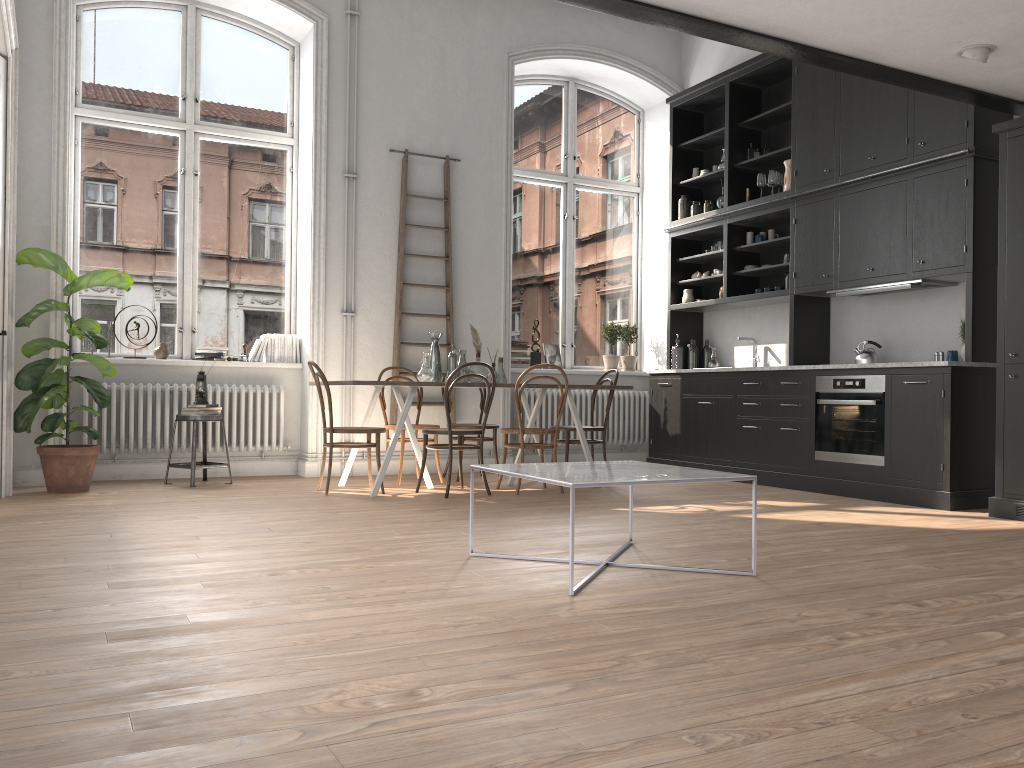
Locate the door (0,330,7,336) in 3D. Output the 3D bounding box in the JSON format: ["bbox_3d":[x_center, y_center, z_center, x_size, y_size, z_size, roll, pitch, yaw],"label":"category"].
[{"bbox_3d":[-2.542,-0.690,4.208,0.216,2.814,1.097,1,0,-26],"label":"door"}]

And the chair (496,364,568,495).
[{"bbox_3d":[0.148,0.321,6.435,0.438,0.920,0.549,1,0,-16],"label":"chair"}]

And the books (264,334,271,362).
[{"bbox_3d":[-2.072,-0.300,7.507,0.024,0.243,0.175,1,0,-27],"label":"books"}]

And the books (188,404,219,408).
[{"bbox_3d":[-2.337,0.166,6.716,0.147,0.027,0.221,1,-1,5],"label":"books"}]

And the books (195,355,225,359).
[{"bbox_3d":[-2.473,-0.221,7.259,0.205,0.022,0.155,1,-1,-7],"label":"books"}]

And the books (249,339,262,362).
[{"bbox_3d":[-2.163,-0.280,7.440,0.105,0.194,0.155,1,0,-28],"label":"books"}]

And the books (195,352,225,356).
[{"bbox_3d":[-2.471,-0.242,7.259,0.221,0.023,0.147,1,-1,-11],"label":"books"}]

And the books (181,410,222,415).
[{"bbox_3d":[-2.347,0.215,6.706,0.194,0.034,0.246,1,-1,13],"label":"books"}]

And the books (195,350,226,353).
[{"bbox_3d":[-2.463,-0.263,7.250,0.205,0.020,0.155,1,-1,-37],"label":"books"}]

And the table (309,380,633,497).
[{"bbox_3d":[-0.311,0.388,6.725,2.200,0.780,1.100,1,-1,-27],"label":"table"}]

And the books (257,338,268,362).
[{"bbox_3d":[-2.105,-0.282,7.467,0.072,0.203,0.155,1,0,-27],"label":"books"}]

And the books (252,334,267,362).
[{"bbox_3d":[-2.126,-0.299,7.454,0.100,0.235,0.174,1,0,-27],"label":"books"}]

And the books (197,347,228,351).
[{"bbox_3d":[-2.455,-0.288,7.277,0.244,0.019,0.174,1,-1,-17],"label":"books"}]

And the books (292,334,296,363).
[{"bbox_3d":[-1.882,-0.297,7.583,0.024,0.243,0.175,1,0,-27],"label":"books"}]

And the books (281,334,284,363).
[{"bbox_3d":[-1.973,-0.299,7.558,0.024,0.243,0.175,1,0,-27],"label":"books"}]

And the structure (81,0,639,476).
[{"bbox_3d":[-0.907,-1.453,7.808,5.182,4.474,0.340,1,0,-27],"label":"structure"}]

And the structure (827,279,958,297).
[{"bbox_3d":[2.779,-0.720,6.535,0.379,0.123,0.843,1,-1,-27],"label":"structure"}]

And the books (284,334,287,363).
[{"bbox_3d":[-1.944,-0.298,7.548,0.019,0.243,0.174,1,0,-27],"label":"books"}]

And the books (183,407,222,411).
[{"bbox_3d":[-2.338,0.189,6.714,0.162,0.029,0.232,0,-1,33],"label":"books"}]

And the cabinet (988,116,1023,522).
[{"bbox_3d":[3.487,-0.381,4.879,0.633,2.371,1.401,1,0,-27],"label":"cabinet"}]

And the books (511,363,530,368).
[{"bbox_3d":[0.018,-0.172,8.538,0.248,0.043,0.192,1,-1,-27],"label":"books"}]

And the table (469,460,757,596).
[{"bbox_3d":[0.389,0.551,3.665,0.849,0.392,0.849,1,-1,-27],"label":"table"}]

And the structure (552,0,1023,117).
[{"bbox_3d":[1.806,-2.300,2.423,5.927,1.213,4.158,1,-1,-27],"label":"structure"}]

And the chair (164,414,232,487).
[{"bbox_3d":[-2.351,0.489,6.668,0.360,0.522,0.364,0,0,36],"label":"chair"}]

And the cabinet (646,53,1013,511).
[{"bbox_3d":[2.309,-0.974,7.171,0.635,3.583,3.250,1,0,-27],"label":"cabinet"}]

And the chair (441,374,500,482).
[{"bbox_3d":[-0.341,0.326,7.369,0.438,0.920,0.549,1,0,-20],"label":"chair"}]

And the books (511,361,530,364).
[{"bbox_3d":[0.021,-0.204,8.538,0.249,0.023,0.175,1,-1,-32],"label":"books"}]

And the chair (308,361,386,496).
[{"bbox_3d":[-1.166,0.302,6.257,0.549,0.920,0.438,1,0,-19],"label":"chair"}]

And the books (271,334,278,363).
[{"bbox_3d":[-2.015,-0.300,7.502,0.024,0.243,0.175,1,0,-27],"label":"books"}]

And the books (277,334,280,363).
[{"bbox_3d":[-1.999,-0.300,7.520,0.019,0.243,0.174,1,0,-27],"label":"books"}]

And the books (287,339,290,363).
[{"bbox_3d":[-1.925,-0.279,7.560,0.020,0.205,0.155,1,0,-27],"label":"books"}]

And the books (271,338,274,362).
[{"bbox_3d":[-2.039,-0.281,7.501,0.020,0.205,0.155,1,0,-27],"label":"books"}]

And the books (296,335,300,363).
[{"bbox_3d":[-1.853,-0.297,7.595,0.040,0.244,0.174,1,0,-27],"label":"books"}]

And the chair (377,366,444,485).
[{"bbox_3d":[-0.814,0.316,7.036,0.438,0.920,0.549,1,0,-29],"label":"chair"}]

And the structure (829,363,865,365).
[{"bbox_3d":[2.659,-0.139,6.469,0.427,0.011,0.592,1,-1,-27],"label":"structure"}]

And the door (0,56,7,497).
[{"bbox_3d":[-3.225,-0.687,5.164,0.216,2.814,1.097,1,0,-3],"label":"door"}]

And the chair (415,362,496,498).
[{"bbox_3d":[-0.388,0.311,6.198,0.438,0.920,0.549,1,0,-32],"label":"chair"}]

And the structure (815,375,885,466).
[{"bbox_3d":[2.648,0.256,6.463,0.618,0.623,0.622,1,0,-27],"label":"structure"}]

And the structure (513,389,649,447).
[{"bbox_3d":[0.674,0.332,8.715,1.577,0.552,0.194,1,0,-27],"label":"structure"}]

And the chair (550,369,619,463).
[{"bbox_3d":[0.575,0.335,7.132,0.549,0.920,0.438,1,0,-15],"label":"chair"}]

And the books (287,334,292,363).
[{"bbox_3d":[-1.914,-0.297,7.589,0.024,0.243,0.175,1,0,-27],"label":"books"}]

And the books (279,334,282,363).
[{"bbox_3d":[-1.990,-0.299,7.544,0.019,0.243,0.174,1,0,-27],"label":"books"}]

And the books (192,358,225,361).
[{"bbox_3d":[-2.481,-0.198,7.260,0.221,0.023,0.147,0,-1,21],"label":"books"}]
